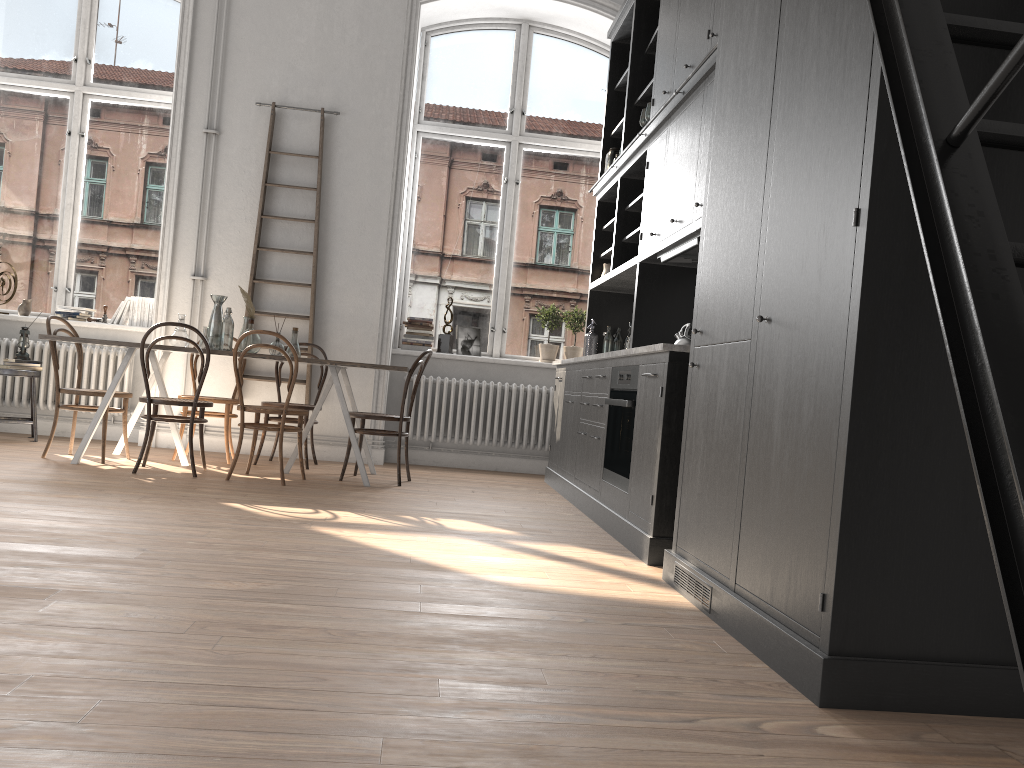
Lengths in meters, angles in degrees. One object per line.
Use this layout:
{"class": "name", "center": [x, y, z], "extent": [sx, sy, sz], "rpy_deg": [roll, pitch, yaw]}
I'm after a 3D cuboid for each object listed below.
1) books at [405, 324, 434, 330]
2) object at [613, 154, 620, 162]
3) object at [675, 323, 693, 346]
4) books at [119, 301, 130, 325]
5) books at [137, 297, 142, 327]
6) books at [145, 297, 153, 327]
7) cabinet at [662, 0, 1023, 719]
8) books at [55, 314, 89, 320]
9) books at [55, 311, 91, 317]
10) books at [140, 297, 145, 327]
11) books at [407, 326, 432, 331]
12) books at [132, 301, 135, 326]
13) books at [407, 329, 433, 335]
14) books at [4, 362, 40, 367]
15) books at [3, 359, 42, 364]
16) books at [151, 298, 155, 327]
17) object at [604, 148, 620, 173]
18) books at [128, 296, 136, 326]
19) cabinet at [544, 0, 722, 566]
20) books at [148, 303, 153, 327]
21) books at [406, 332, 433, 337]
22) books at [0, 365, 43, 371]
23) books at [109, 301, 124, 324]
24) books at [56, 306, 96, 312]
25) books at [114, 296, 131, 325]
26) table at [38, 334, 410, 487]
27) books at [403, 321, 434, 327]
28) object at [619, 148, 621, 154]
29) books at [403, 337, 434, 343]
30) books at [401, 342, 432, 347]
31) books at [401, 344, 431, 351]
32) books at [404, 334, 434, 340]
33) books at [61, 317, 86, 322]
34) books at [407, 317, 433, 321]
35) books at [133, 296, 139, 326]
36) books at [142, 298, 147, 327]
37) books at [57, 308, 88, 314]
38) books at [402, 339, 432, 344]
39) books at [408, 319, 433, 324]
{"class": "books", "center": [-0.788, -0.485, 7.532], "extent": [0.244, 0.019, 0.174], "rpy_deg": [5, 0, -6]}
{"class": "object", "center": [0.817, -1.650, 6.704], "extent": [0.114, 0.155, 0.114], "rpy_deg": [5, 0, -2]}
{"class": "object", "center": [0.960, -0.239, 4.803], "extent": [0.171, 0.186, 0.171], "rpy_deg": [5, 0, 5]}
{"class": "books", "center": [-3.167, -0.580, 7.305], "extent": [0.072, 0.203, 0.155], "rpy_deg": [5, 0, -6]}
{"class": "books", "center": [-3.049, -0.590, 7.316], "extent": [0.019, 0.244, 0.174], "rpy_deg": [5, 0, -6]}
{"class": "books", "center": [-2.987, -0.584, 7.322], "extent": [0.019, 0.244, 0.174], "rpy_deg": [5, 0, -6]}
{"class": "cabinet", "center": [1.073, -0.381, 2.840], "extent": [0.633, 2.371, 1.401], "rpy_deg": [5, 0, -6]}
{"class": "books", "center": [-3.590, -0.550, 7.248], "extent": [0.205, 0.022, 0.155], "rpy_deg": [5, 0, 14]}
{"class": "books", "center": [-3.586, -0.571, 7.247], "extent": [0.221, 0.023, 0.147], "rpy_deg": [5, 0, 10]}
{"class": "books", "center": [-3.031, -0.588, 7.335], "extent": [0.019, 0.244, 0.174], "rpy_deg": [5, 0, -6]}
{"class": "books", "center": [-0.784, -0.464, 7.532], "extent": [0.205, 0.022, 0.155], "rpy_deg": [5, 0, -11]}
{"class": "books", "center": [-3.094, -0.575, 7.313], "extent": [0.020, 0.205, 0.155], "rpy_deg": [5, 0, -6]}
{"class": "books", "center": [-0.783, -0.442, 7.538], "extent": [0.222, 0.024, 0.158], "rpy_deg": [5, 0, -6]}
{"class": "books", "center": [-3.695, -0.148, 6.691], "extent": [0.232, 0.029, 0.162], "rpy_deg": [5, -1, -35]}
{"class": "books", "center": [-3.692, -0.170, 6.692], "extent": [0.147, 0.027, 0.221], "rpy_deg": [5, 0, 26]}
{"class": "books", "center": [-2.944, -0.580, 7.348], "extent": [0.024, 0.243, 0.175], "rpy_deg": [5, 0, -6]}
{"class": "object", "center": [0.787, -1.693, 6.844], "extent": [0.118, 0.238, 0.118], "rpy_deg": [5, 0, -20]}
{"class": "books", "center": [-3.120, -0.596, 7.330], "extent": [0.024, 0.243, 0.175], "rpy_deg": [5, 0, -6]}
{"class": "cabinet", "center": [0.869, -0.987, 5.406], "extent": [0.635, 3.583, 3.250], "rpy_deg": [5, 0, -6]}
{"class": "books", "center": [-2.966, -0.563, 7.325], "extent": [0.020, 0.205, 0.155], "rpy_deg": [5, 0, -6]}
{"class": "books", "center": [-0.788, -0.419, 7.532], "extent": [0.205, 0.022, 0.155], "rpy_deg": [5, 0, 8]}
{"class": "books", "center": [-3.709, -0.123, 6.687], "extent": [0.194, 0.034, 0.246], "rpy_deg": [5, -1, 35]}
{"class": "books", "center": [-3.231, -0.583, 7.302], "extent": [0.105, 0.194, 0.155], "rpy_deg": [5, 0, -7]}
{"class": "books", "center": [-3.561, -0.615, 7.257], "extent": [0.243, 0.019, 0.174], "rpy_deg": [5, 0, 4]}
{"class": "books", "center": [-3.190, -0.599, 7.301], "extent": [0.100, 0.235, 0.174], "rpy_deg": [5, 0, -6]}
{"class": "table", "center": [-1.827, 0.185, 5.955], "extent": [2.200, 0.780, 1.100], "rpy_deg": [5, 0, -6]}
{"class": "books", "center": [-0.794, -0.507, 7.531], "extent": [0.231, 0.023, 0.162], "rpy_deg": [5, 0, 10]}
{"class": "object", "center": [0.840, -1.753, 6.286], "extent": [0.134, 0.357, 0.134], "rpy_deg": [5, 0, 39]}
{"class": "books", "center": [-0.796, -0.373, 7.535], "extent": [0.255, 0.014, 0.192], "rpy_deg": [5, 0, -3]}
{"class": "books", "center": [-0.808, -0.332, 7.519], "extent": [0.249, 0.023, 0.175], "rpy_deg": [5, 0, -10]}
{"class": "books", "center": [-0.813, -0.300, 7.520], "extent": [0.248, 0.043, 0.192], "rpy_deg": [5, 0, -6]}
{"class": "books", "center": [-0.796, -0.395, 7.536], "extent": [0.245, 0.028, 0.193], "rpy_deg": [5, 0, -11]}
{"class": "books", "center": [-3.598, -0.527, 7.251], "extent": [0.221, 0.023, 0.147], "rpy_deg": [5, -1, 43]}
{"class": "books", "center": [-0.783, -0.549, 7.541], "extent": [0.201, 0.024, 0.159], "rpy_deg": [5, 0, -16]}
{"class": "books", "center": [-3.069, -0.591, 7.304], "extent": [0.024, 0.243, 0.175], "rpy_deg": [5, 0, -6]}
{"class": "books", "center": [-3.010, -0.586, 7.342], "extent": [0.024, 0.243, 0.175], "rpy_deg": [5, 0, -6]}
{"class": "books", "center": [-3.580, -0.592, 7.235], "extent": [0.205, 0.020, 0.155], "rpy_deg": [5, 0, -16]}
{"class": "books", "center": [-0.806, -0.356, 7.519], "extent": [0.249, 0.023, 0.175], "rpy_deg": [5, 0, -5]}
{"class": "books", "center": [-0.779, -0.527, 7.533], "extent": [0.205, 0.020, 0.155], "rpy_deg": [5, 0, -6]}
